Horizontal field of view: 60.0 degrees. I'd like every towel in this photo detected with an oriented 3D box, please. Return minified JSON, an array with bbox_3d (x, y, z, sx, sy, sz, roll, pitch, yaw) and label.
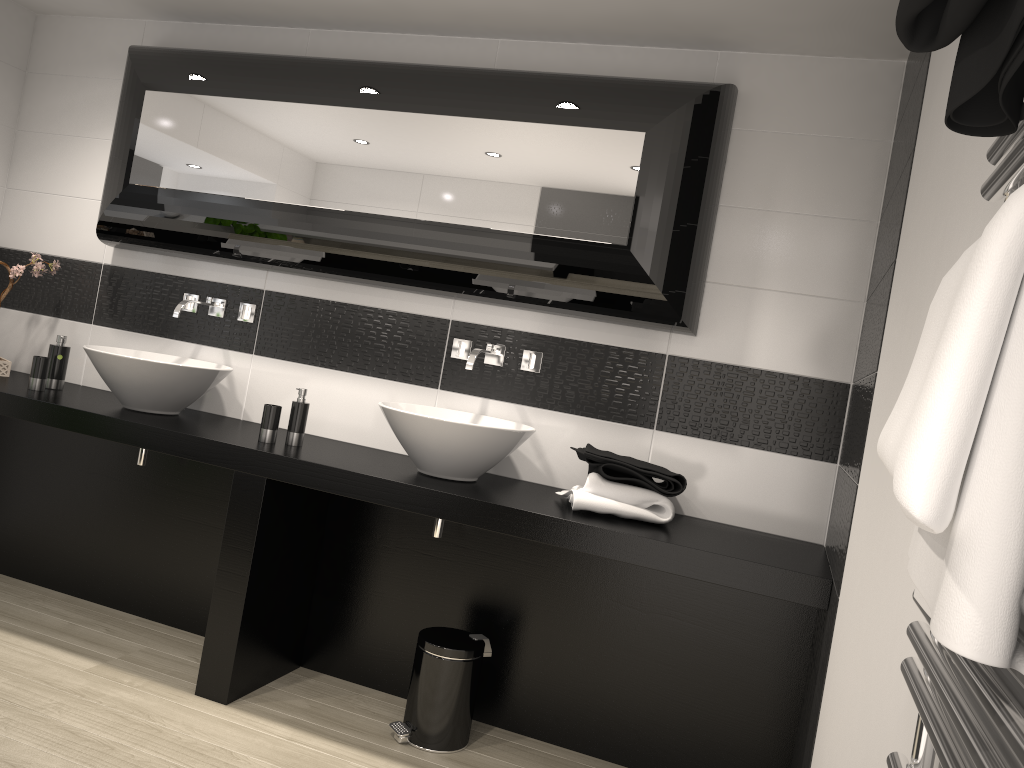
[{"bbox_3d":[0.344,0.365,2.968,0.390,0.133,0.406,10,1,3],"label":"towel"},{"bbox_3d":[0.324,0.019,0.630,0.098,0.309,0.302,10,0,19],"label":"towel"},{"bbox_3d":[0.379,0.299,2.997,0.388,0.131,0.406,10,1,5],"label":"towel"},{"bbox_3d":[0.376,-0.359,0.629,0.141,0.309,0.300,10,0,15],"label":"towel"}]

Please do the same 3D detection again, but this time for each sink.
[{"bbox_3d":[-1.409,-0.002,3.505,0.558,0.212,0.561,9,1,-29],"label":"sink"},{"bbox_3d":[-0.209,0.215,3.113,0.559,0.212,0.560,10,1,-3],"label":"sink"}]

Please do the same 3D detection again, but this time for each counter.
[{"bbox_3d":[-0.847,0.254,3.290,3.851,0.084,0.654,10,1,18],"label":"counter"}]

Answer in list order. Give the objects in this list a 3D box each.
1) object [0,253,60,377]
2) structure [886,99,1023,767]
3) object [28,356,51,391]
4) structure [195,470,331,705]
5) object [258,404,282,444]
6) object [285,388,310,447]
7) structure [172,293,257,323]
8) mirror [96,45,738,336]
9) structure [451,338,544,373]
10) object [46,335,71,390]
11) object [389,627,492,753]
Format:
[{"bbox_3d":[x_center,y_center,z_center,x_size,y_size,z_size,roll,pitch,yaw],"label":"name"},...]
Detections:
[{"bbox_3d":[-2.342,-0.340,3.815,0.626,0.561,0.261,10,0,-42],"label":"object"},{"bbox_3d":[0.355,0.060,0.620,0.039,1.292,0.472,10,-1,18],"label":"structure"},{"bbox_3d":[-1.887,-0.042,3.539,0.063,0.134,0.063,10,0,-38],"label":"object"},{"bbox_3d":[-0.868,0.683,3.172,0.126,0.762,0.464,10,0,18],"label":"structure"},{"bbox_3d":[-0.868,0.143,3.180,0.063,0.134,0.063,10,0,-38],"label":"object"},{"bbox_3d":[-0.776,0.120,3.224,0.063,0.208,0.063,10,-1,-2],"label":"object"},{"bbox_3d":[-1.298,-0.316,3.680,0.367,0.108,0.259,10,1,18],"label":"structure"},{"bbox_3d":[-0.526,-0.841,3.471,2.618,0.902,0.258,10,0,18],"label":"mirror"},{"bbox_3d":[-0.100,-0.100,3.289,0.367,0.108,0.259,10,1,18],"label":"structure"},{"bbox_3d":[-1.886,-0.091,3.678,0.079,0.221,0.079,10,0,8],"label":"object"},{"bbox_3d":[-0.231,1.013,2.954,0.227,0.338,0.301,10,0,28],"label":"object"}]
